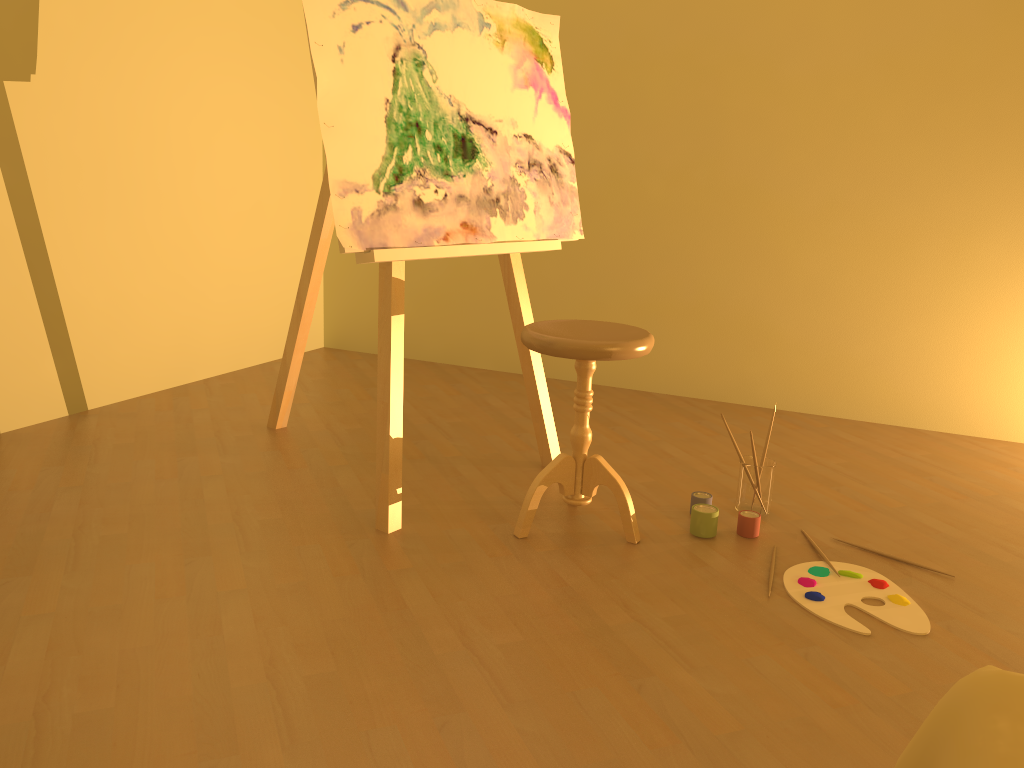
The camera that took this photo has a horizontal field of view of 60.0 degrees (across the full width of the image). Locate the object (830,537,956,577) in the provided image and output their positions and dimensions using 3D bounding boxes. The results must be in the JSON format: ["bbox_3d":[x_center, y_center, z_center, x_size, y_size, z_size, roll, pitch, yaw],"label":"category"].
[{"bbox_3d":[0.992,0.452,2.327,0.325,0.010,0.010,15,18,42],"label":"object"}]

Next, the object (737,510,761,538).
[{"bbox_3d":[0.650,0.385,2.436,0.060,0.060,0.060,4,13,5],"label":"object"}]

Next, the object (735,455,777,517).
[{"bbox_3d":[0.711,0.300,2.595,0.106,0.157,0.106,1,13,-5],"label":"object"}]

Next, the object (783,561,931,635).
[{"bbox_3d":[0.798,0.496,2.099,0.288,0.014,0.366,1,13,-5],"label":"object"}]

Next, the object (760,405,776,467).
[{"bbox_3d":[0.742,0.212,2.615,0.069,0.319,0.010,-9,17,-39],"label":"object"}]

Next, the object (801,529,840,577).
[{"bbox_3d":[0.808,0.440,2.332,0.010,0.015,0.325,3,13,1],"label":"object"}]

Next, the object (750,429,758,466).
[{"bbox_3d":[0.702,0.246,2.546,0.010,0.278,0.172,12,16,34],"label":"object"}]

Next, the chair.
[{"bbox_3d":[0.192,0.126,2.381,0.364,0.551,0.348,11,16,33],"label":"chair"}]

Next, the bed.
[{"bbox_3d":[1.331,0.538,0.120,2.378,0.894,1.286,8,14,22],"label":"bed"}]

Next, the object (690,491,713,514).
[{"bbox_3d":[0.547,0.349,2.568,0.060,0.060,0.060,4,14,8],"label":"object"}]

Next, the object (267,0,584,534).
[{"bbox_3d":[-0.359,-0.573,2.570,1.132,1.896,0.972,4,13,5],"label":"object"}]

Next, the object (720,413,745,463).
[{"bbox_3d":[0.676,0.232,2.587,0.159,0.286,0.010,7,14,18],"label":"object"}]

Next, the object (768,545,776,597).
[{"bbox_3d":[0.651,0.463,2.219,0.010,0.010,0.325,7,14,18],"label":"object"}]

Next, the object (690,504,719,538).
[{"bbox_3d":[0.526,0.374,2.426,0.073,0.073,0.073,9,15,27],"label":"object"}]
